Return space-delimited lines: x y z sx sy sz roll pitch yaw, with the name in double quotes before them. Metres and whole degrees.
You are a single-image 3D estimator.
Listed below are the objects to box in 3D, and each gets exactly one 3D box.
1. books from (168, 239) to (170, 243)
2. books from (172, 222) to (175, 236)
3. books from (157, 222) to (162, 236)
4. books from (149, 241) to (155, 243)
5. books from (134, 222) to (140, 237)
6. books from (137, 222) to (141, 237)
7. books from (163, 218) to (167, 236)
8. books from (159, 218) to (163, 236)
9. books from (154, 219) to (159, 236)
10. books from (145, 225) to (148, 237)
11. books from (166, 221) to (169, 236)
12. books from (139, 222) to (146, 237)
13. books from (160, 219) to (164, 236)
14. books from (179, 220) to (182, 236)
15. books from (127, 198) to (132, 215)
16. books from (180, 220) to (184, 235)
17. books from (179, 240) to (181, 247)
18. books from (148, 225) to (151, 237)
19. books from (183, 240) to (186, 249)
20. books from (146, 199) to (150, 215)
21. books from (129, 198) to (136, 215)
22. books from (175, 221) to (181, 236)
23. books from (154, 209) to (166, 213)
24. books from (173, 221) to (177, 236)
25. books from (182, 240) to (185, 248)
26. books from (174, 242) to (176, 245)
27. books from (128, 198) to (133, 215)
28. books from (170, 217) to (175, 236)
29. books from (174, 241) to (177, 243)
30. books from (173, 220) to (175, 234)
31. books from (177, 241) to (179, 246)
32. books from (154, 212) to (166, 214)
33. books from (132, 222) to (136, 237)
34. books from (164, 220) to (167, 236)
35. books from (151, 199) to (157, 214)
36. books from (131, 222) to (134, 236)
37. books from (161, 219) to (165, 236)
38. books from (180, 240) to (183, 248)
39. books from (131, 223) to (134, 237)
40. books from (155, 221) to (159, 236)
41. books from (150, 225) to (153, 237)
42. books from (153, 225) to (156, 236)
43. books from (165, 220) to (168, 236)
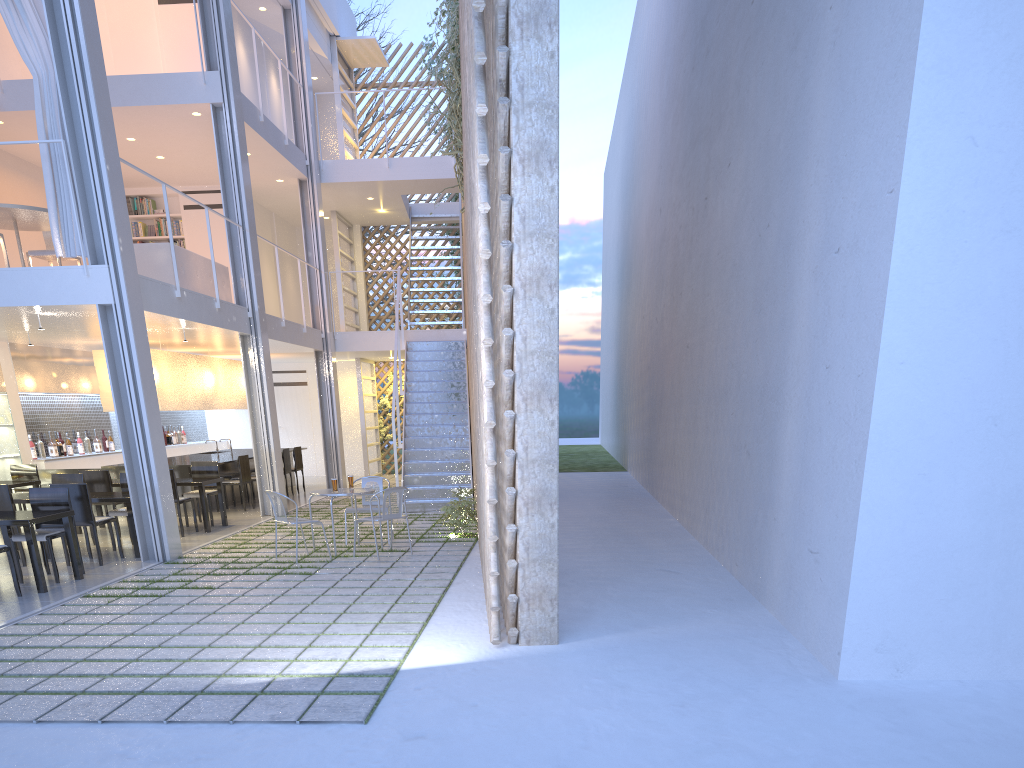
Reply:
"books" -3.028 -1.198 7.327 0.015 0.165 0.079 0 14 3
"books" -2.978 -1.363 7.278 0.006 0.129 0.074 0 13 3
"books" -3.436 -0.582 5.962 0.030 1.783 3.322 3 4 12
"books" -3.195 -1.189 7.337 0.015 0.153 0.081 0 14 3
"books" -3.528 -0.584 5.933 0.039 1.778 3.362 2 3 8
"books" -3.517 -0.602 5.936 0.036 1.748 3.343 2 3 9
"books" -3.401 -0.595 5.958 0.023 1.809 3.320 3 4 13
"books" -3.086 -1.378 7.278 0.011 0.165 0.075 0 15 3
"books" -3.135 -1.371 7.284 0.015 0.153 0.072 0 14 3
"books" -3.228 -1.348 7.304 0.040 0.109 0.057 0 14 3
"books" -3.373 -0.599 5.929 0.034 1.754 3.377 3 4 13
"books" -3.526 -0.581 5.950 0.030 1.784 3.336 2 4 10
"books" -3.404 -0.594 5.959 0.023 1.809 3.314 3 4 12
"books" -3.342 -0.589 5.935 0.036 1.785 3.398 4 4 16
"books" -3.345 -1.548 7.231 0.025 0.157 0.076 0 14 3
"books" -3.321 -0.600 5.931 0.038 1.757 3.398 4 4 16
"books" -2.933 -1.197 7.321 0.009 0.157 0.082 0 14 3
"books" -3.206 -1.348 7.301 0.040 0.109 0.057 0 14 3
"books" -2.889 -1.197 7.322 0.020 0.157 0.076 0 14 3
"books" -3.175 -1.542 7.221 0.015 0.134 0.085 0 12 3
"books" -3.327 -1.549 7.230 0.025 0.157 0.076 0 14 3
"books" -3.346 -0.603 5.940 0.045 1.747 3.374 4 4 15
"books" -3.087 -1.514 7.232 0.094 0.022 0.059 -1 1 9
"books" -3.364 -0.598 5.925 0.037 1.758 3.404 4 4 15
"books" -2.905 -1.197 7.321 0.011 0.156 0.078 0 14 3
"books" -2.979 -1.185 7.326 0.015 0.134 0.085 0 12 3
"books" -3.336 -1.548 7.231 0.025 0.157 0.076 0 14 3
"books" -3.388 -0.599 5.943 0.030 1.817 3.366 4 4 15
"books" -2.994 -1.193 7.330 0.015 0.153 0.072 0 14 3
"books" -3.378 -0.587 5.950 0.023 1.792 3.343 4 4 15
"books" -2.948 -1.191 7.321 0.008 0.145 0.087 0 13 3
"books" -3.089 -1.491 7.244 0.094 0.022 0.059 -1 1 3
"books" -3.527 -0.600 5.953 0.027 1.744 3.306 2 3 8
"books" -3.044 -1.369 7.273 0.008 0.145 0.087 0 13 3
"books" -3.142 -1.544 7.228 0.006 0.139 0.065 0 14 3
"books" -3.550 -0.587 5.946 0.040 1.782 3.313 1 3 7
"books" -3.412 -0.592 5.959 0.023 1.804 3.322 3 4 13
"books" -2.916 -1.195 7.321 0.010 0.152 0.081 0 14 3
"books" -3.565 -0.591 5.945 0.080 1.753 3.332 1 3 7
"books" -3.435 -0.599 5.916 0.123 1.753 3.396 3 4 12
"books" -3.185 -1.349 7.302 0.040 0.109 0.057 0 14 3
"books" -3.163 -1.349 7.299 0.040 0.109 0.057 0 14 3
"books" -3.412 -0.586 5.953 0.025 1.791 3.347 4 4 14
